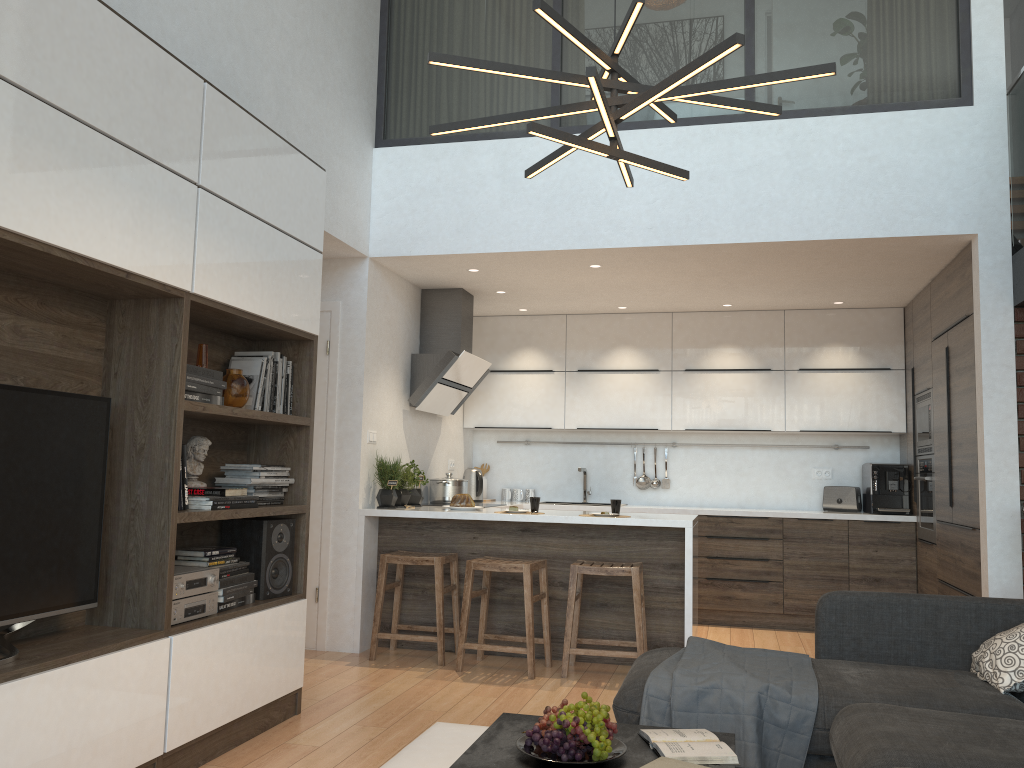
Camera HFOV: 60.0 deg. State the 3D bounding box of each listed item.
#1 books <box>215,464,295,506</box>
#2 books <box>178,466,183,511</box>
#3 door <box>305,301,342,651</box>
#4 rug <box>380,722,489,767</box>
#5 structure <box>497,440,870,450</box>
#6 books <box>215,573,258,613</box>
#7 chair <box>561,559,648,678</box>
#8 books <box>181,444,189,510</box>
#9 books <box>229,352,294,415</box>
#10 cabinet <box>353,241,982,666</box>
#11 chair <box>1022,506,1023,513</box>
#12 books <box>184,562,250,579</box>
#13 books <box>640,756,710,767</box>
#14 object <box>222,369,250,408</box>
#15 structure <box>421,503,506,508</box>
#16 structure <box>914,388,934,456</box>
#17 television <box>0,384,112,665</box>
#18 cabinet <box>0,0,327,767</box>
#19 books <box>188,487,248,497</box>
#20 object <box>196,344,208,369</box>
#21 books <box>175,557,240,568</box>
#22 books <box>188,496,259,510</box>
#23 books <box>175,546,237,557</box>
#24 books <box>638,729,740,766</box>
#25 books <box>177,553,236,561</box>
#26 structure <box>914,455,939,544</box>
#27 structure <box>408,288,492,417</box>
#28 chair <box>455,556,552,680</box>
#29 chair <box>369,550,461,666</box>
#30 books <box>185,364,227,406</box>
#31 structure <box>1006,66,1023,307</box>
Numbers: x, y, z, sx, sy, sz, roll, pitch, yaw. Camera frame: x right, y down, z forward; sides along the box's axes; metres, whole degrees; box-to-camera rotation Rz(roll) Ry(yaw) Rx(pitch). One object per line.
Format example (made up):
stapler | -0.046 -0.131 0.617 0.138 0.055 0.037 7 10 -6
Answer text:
books | -1.139 0.439 3.870 0.224 0.176 0.374 0 -6 13
books | -1.302 0.335 3.261 0.193 0.255 0.066 0 -6 13
door | -1.560 0.547 5.535 0.974 2.136 0.085 0 -6 14
rug | 0.148 1.336 2.465 1.606 0.013 2.496 0 -6 14
structure | 1.330 0.498 7.277 3.000 0.045 0.050 0 -6 14
books | -1.201 0.828 3.556 0.248 0.123 0.307 0 -6 9
chair | 0.524 1.296 4.906 0.450 0.600 0.350 0 -6 12
books | -1.287 0.344 3.287 0.177 0.242 0.066 0 -6 14
books | -1.141 -0.002 3.944 0.201 0.287 0.332 0 -6 14
cabinet | 1.067 0.526 6.127 3.495 2.401 2.401 0 -6 14
chair | 2.763 1.063 4.043 0.651 0.991 0.700 6 -8 -41
books | -1.220 0.745 3.564 0.224 0.042 0.277 0 -6 9
books | 0.387 0.953 2.127 0.179 0.029 0.225 -3 -7 37
object | -1.151 0.025 3.666 0.130 0.171 0.130 6 -7 -36
structure | -0.377 0.864 6.348 0.550 0.006 0.609 0 -6 14
structure | 3.014 0.270 5.959 0.459 0.430 0.595 0 -6 14
television | -1.532 0.372 2.385 0.229 0.779 1.220 0 -6 14
cabinet | -1.543 0.020 2.162 0.338 2.494 4.036 0 -6 14
books | -1.221 0.428 3.531 0.266 0.030 0.209 1 -6 7
object | -1.261 -0.033 3.582 0.081 0.265 0.082 -3 -7 35
books | -1.226 0.713 3.567 0.161 0.023 0.213 0 -6 17
books | -1.197 0.466 3.512 0.250 0.047 0.310 -1 -6 19
books | -1.242 0.675 3.576 0.161 0.023 0.213 0 -6 17
books | 0.479 0.990 2.438 0.199 0.025 0.294 2 -6 -7
books | -1.228 0.694 3.568 0.142 0.015 0.198 0 -6 12
structure | 2.985 0.768 5.913 0.495 0.570 0.595 0 -6 14
structure | -0.434 -0.282 6.489 0.407 0.998 0.898 0 -6 14
chair | -0.033 1.289 4.964 0.450 0.600 0.350 -1 -6 19
chair | -0.552 1.302 5.219 0.450 0.600 0.350 0 -6 14
books | -1.279 0.007 3.336 0.277 0.137 0.343 0 -6 9
structure | 2.885 -0.037 3.075 1.289 3.460 5.660 0 -6 14
